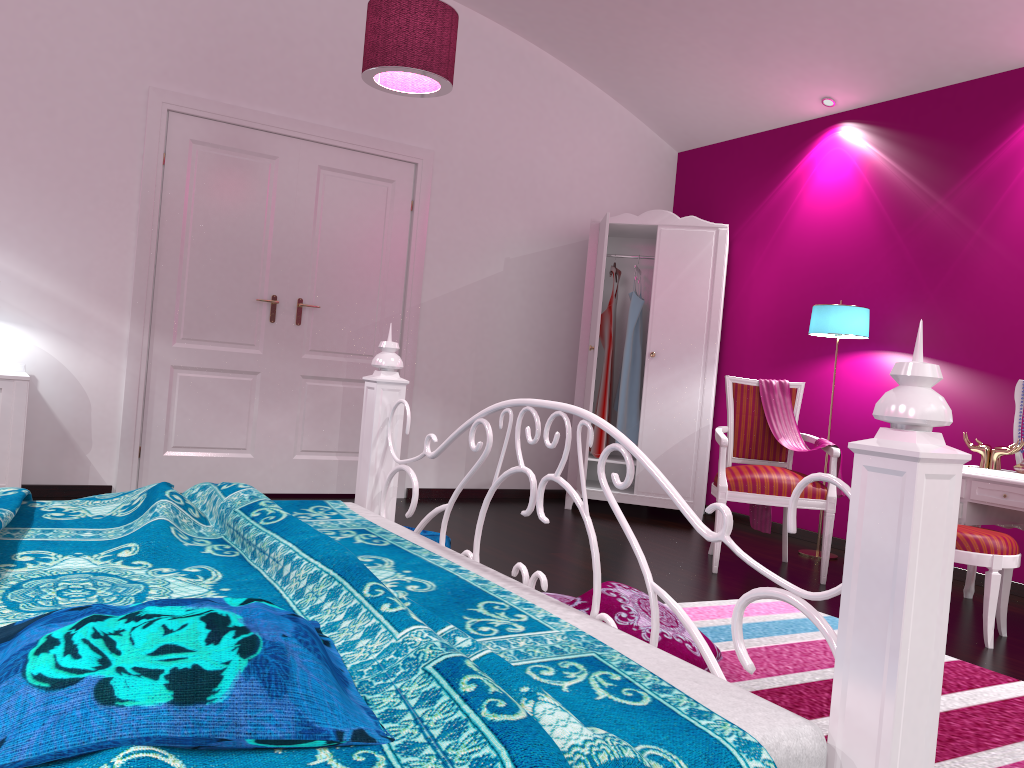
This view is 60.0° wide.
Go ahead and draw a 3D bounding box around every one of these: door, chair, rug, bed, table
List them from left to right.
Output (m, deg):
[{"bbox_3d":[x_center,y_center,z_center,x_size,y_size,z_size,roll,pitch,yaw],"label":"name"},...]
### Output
[{"bbox_3d":[-0.858,0.160,1.146,2.317,1.143,2.167,5,1,-31],"label":"bed"},{"bbox_3d":[-1.271,-0.378,4.990,1.405,2.001,0.098,5,1,-31],"label":"door"},{"bbox_3d":[1.208,0.425,4.196,0.528,0.901,0.511,5,1,4],"label":"chair"},{"bbox_3d":[1.009,0.879,2.359,1.400,0.018,2.100,5,1,-31],"label":"rug"},{"bbox_3d":[1.692,0.736,3.307,0.337,0.390,0.337,5,1,-34],"label":"chair"},{"bbox_3d":[2.047,0.665,3.491,0.526,0.592,0.856,5,1,-31],"label":"table"}]

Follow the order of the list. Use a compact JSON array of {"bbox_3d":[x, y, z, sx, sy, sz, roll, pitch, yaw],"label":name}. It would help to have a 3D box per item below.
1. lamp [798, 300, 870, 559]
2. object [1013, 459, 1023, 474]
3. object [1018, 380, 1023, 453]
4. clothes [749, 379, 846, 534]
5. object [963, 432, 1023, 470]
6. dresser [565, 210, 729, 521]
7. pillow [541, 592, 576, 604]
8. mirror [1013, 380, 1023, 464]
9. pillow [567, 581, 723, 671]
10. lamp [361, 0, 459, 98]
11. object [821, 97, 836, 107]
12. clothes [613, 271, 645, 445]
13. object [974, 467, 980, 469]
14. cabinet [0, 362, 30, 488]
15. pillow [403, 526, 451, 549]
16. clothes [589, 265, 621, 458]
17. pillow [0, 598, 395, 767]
[{"bbox_3d":[1.678,0.234,4.683,0.303,1.352,0.303,5,1,14],"label":"lamp"},{"bbox_3d":[2.134,0.333,3.675,0.098,0.081,0.045,6,1,36],"label":"object"},{"bbox_3d":[2.202,0.138,3.814,0.044,0.320,0.022,5,1,-31],"label":"object"},{"bbox_3d":[1.365,0.370,4.251,0.162,0.777,0.601,5,1,-27],"label":"clothes"},{"bbox_3d":[2.070,0.293,3.822,0.085,0.145,0.248,4,1,-43],"label":"object"},{"bbox_3d":[0.841,-0.123,5.525,0.842,1.893,0.875,5,1,14],"label":"dresser"},{"bbox_3d":[0.108,0.720,2.684,0.429,0.142,0.400,5,1,-6],"label":"pillow"},{"bbox_3d":[2.321,0.131,3.619,0.138,0.829,0.544,5,1,-31],"label":"mirror"},{"bbox_3d":[0.365,0.702,2.519,0.391,0.224,0.425,5,1,27],"label":"pillow"},{"bbox_3d":[0.127,-1.754,2.816,0.377,1.129,2.377,5,1,-31],"label":"lamp"},{"bbox_3d":[1.834,-1.638,5.126,0.085,0.058,0.080,5,1,-31],"label":"object"},{"bbox_3d":[0.782,-0.148,5.711,0.180,1.199,0.191,5,1,-7],"label":"clothes"},{"bbox_3d":[1.970,0.355,3.753,0.022,0.005,0.020,5,1,10],"label":"object"},{"bbox_3d":[-2.741,0.164,3.797,1.142,0.734,0.506,5,1,-31],"label":"cabinet"},{"bbox_3d":[-0.367,0.581,2.633,0.402,0.357,0.264,5,1,10],"label":"pillow"},{"bbox_3d":[0.587,-0.153,5.734,0.173,1.237,0.315,5,1,16],"label":"clothes"},{"bbox_3d":[-0.382,0.313,0.999,0.425,0.127,0.404,5,1,-21],"label":"pillow"}]
